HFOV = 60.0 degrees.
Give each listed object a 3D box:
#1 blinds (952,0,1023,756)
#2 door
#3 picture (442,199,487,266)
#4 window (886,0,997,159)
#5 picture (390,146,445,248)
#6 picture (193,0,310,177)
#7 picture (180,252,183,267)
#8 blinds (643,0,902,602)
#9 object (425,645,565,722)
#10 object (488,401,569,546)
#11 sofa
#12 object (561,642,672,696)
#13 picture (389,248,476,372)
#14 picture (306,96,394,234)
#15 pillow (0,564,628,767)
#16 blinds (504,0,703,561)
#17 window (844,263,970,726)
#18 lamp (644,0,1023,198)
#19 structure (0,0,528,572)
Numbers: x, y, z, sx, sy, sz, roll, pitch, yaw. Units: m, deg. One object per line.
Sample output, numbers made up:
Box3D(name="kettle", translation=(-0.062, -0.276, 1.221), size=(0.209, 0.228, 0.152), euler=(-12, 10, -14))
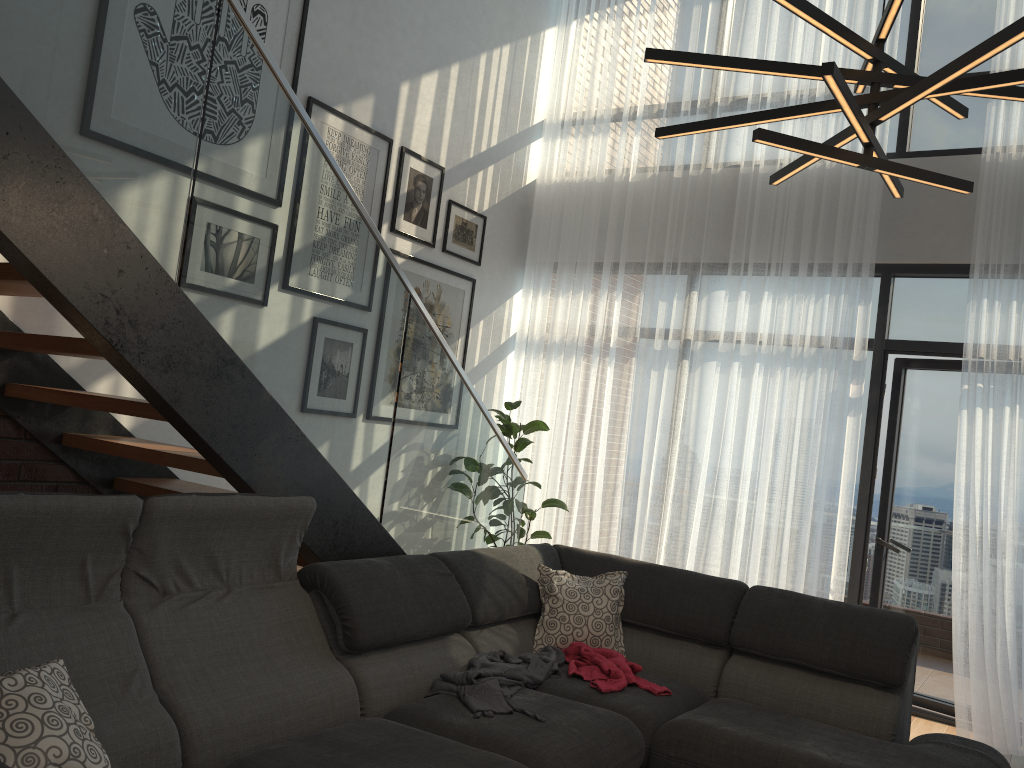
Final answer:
Box3D(name="blinds", translation=(2.869, -0.954, 4.446), size=(0.858, 5.579, 0.589), euler=(7, -3, 9))
Box3D(name="door", translation=(2.582, 0.853, 4.885), size=(1.118, 1.976, 0.206), euler=(5, -4, 43))
Box3D(name="picture", translation=(-0.303, -0.963, 5.688), size=(0.025, 0.333, 0.410), euler=(5, -3, 33))
Box3D(name="window", translation=(2.443, -2.526, 5.280), size=(4.808, 2.500, 0.119), euler=(5, -3, 33))
Box3D(name="picture", translation=(-0.558, -1.101, 5.273), size=(0.025, 0.504, 0.410), euler=(5, -3, 33))
Box3D(name="picture", translation=(-1.520, -1.798, 3.673), size=(0.028, 1.678, 1.785), euler=(5, -3, 33))
Box3D(name="picture", translation=(-1.322, -0.609, 4.157), size=(0.025, 0.410, 0.504), euler=(5, -3, 33))
Box3D(name="blinds", translation=(1.552, -1.071, 5.389), size=(1.374, 5.581, 0.218), euler=(5, -3, 30))
Box3D(name="object", translation=(-0.048, 1.024, 3.103), size=(0.411, 0.118, 0.905), euler=(7, -3, 9))
Box3D(name="object", translation=(-0.087, 0.829, 5.731), size=(0.774, 1.463, 0.528), euler=(9, -4, -37))
Box3D(name="sofa", translation=(0.167, 0.942, 2.513), size=(2.108, 0.995, 3.169), euler=(5, -3, 33))
Box3D(name="object", translation=(0.330, 1.057, 3.350), size=(0.323, 0.077, 0.536), euler=(8, -3, -23))
Box3D(name="picture", translation=(-0.535, -0.242, 5.426), size=(0.025, 0.990, 0.871), euler=(5, -3, 33))
Box3D(name="picture", translation=(-0.915, -0.931, 4.736), size=(0.025, 0.990, 0.654), euler=(5, -3, 33))
Box3D(name="pillow", translation=(-0.387, 0.825, 2.752), size=(0.386, 0.364, 2.734), euler=(5, -3, 36))
Box3D(name="blinds", translation=(0.630, -1.159, 5.952), size=(1.223, 5.581, 0.218), euler=(6, -3, 30))
Box3D(name="window", translation=(2.058, 0.547, 5.128), size=(4.808, 2.501, 0.119), euler=(5, -3, 33))
Box3D(name="lamp", translation=(1.052, -2.309, 2.155), size=(1.200, 3.645, 0.831), euler=(5, -4, 43))
Box3D(name="structure", translation=(-1.879, -0.336, 2.310), size=(1.289, 3.460, 5.660), euler=(5, -3, 33))
